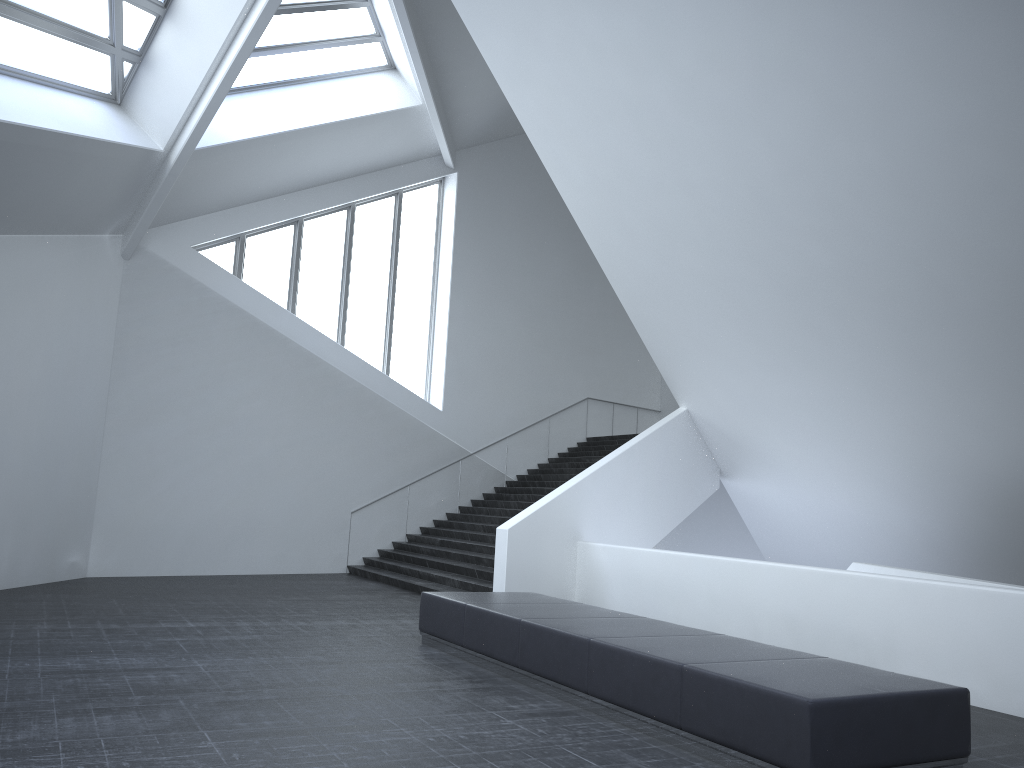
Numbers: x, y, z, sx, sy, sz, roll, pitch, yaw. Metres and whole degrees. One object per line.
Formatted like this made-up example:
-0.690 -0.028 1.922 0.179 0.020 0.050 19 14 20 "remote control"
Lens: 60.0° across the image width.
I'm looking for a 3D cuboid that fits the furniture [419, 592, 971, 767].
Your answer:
0.980 2.480 7.973 1.488 0.580 5.742 7 -9 -28 "furniture"
